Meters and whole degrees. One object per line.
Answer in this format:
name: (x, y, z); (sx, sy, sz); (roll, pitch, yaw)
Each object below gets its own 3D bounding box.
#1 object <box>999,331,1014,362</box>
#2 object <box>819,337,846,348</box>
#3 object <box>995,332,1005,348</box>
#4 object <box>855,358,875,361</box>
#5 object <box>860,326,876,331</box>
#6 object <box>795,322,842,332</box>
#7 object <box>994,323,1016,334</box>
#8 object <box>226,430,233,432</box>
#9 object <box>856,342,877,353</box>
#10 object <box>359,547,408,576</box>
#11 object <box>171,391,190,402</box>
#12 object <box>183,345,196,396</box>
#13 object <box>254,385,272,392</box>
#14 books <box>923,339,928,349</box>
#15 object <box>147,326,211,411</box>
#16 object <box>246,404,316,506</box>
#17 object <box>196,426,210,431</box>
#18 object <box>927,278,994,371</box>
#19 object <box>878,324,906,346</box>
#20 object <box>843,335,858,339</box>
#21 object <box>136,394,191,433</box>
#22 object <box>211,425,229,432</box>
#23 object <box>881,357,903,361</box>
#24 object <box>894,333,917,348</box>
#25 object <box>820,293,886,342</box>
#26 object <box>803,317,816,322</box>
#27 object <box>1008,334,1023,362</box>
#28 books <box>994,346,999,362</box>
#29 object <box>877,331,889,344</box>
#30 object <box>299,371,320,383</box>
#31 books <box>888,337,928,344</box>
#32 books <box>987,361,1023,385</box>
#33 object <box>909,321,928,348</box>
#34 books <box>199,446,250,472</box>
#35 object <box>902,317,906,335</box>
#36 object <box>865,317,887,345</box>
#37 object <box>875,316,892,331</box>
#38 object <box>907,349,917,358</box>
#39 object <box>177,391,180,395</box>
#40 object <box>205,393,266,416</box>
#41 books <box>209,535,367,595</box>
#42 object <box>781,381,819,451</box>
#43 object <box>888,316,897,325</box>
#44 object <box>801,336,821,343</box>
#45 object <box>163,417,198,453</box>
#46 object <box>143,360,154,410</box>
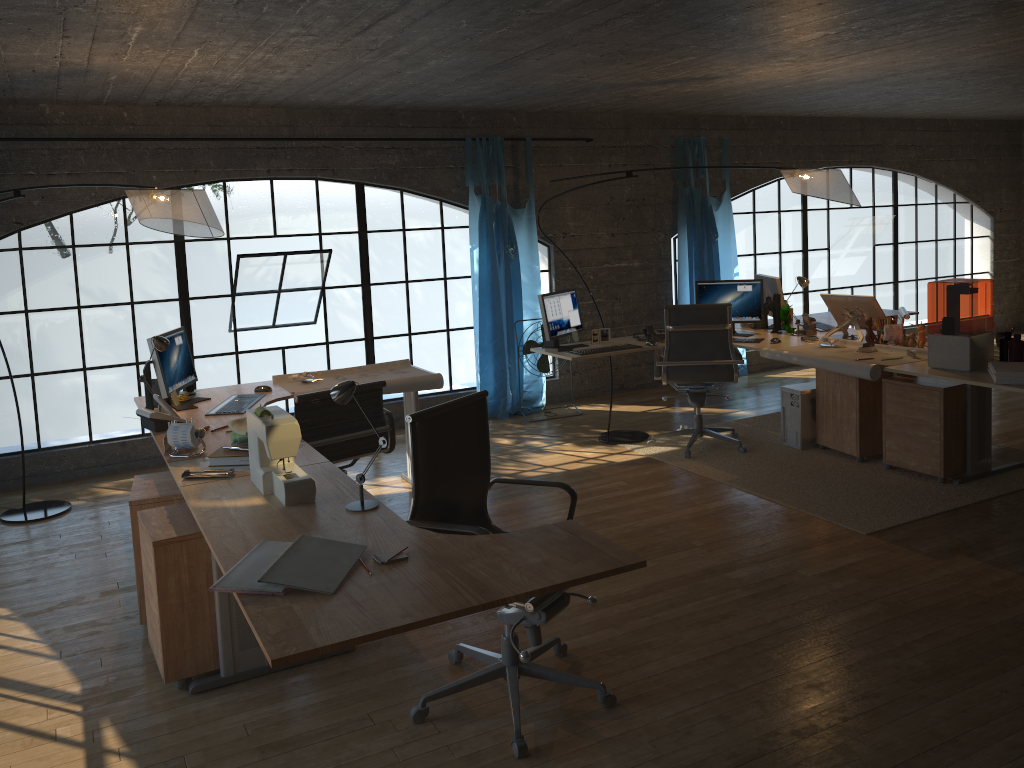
object: (2.597, -0.182, 4.622); (0.080, 0.185, 0.080); (-5, 6, -20)
object: (2.007, -0.260, 5.524); (0.159, 0.063, 0.054); (3, 9, 30)
object: (2.676, -0.236, 4.807); (0.077, 0.081, 0.077); (4, 10, 42)
object: (2.014, -0.141, 5.032); (0.126, 0.009, 0.012); (-5, 9, -14)
object: (2.694, -0.323, 6.497); (0.299, 0.239, 0.372); (-1, 9, 13)
object: (2.255, -0.423, 6.469); (0.187, 0.011, 0.496); (-3, 11, -2)
object: (2.696, -0.282, 4.804); (0.076, 0.101, 0.154); (-2, 9, 2)
object: (-1.219, 0.204, 3.988); (0.148, 0.007, 0.008); (-10, 11, -34)
object: (2.137, -0.225, 5.321); (0.131, 0.055, 0.049); (-8, 9, -27)
object: (-0.325, 0.468, 2.350); (0.142, 0.013, 0.129); (-7, 12, -24)
object: (-1.848, 0.071, 4.770); (0.205, 0.036, 0.206); (-8, 12, -29)
object: (-1.806, -0.075, 4.891); (0.085, 0.275, 0.085); (-5, 6, -25)
object: (-1.384, 0.025, 4.913); (0.101, 0.033, 0.060); (-1, 9, 8)
books: (2.606, -0.246, 5.326); (0.290, 0.053, 0.263); (0, 11, 13)
object: (-1.765, -0.081, 4.614); (0.286, 0.386, 0.475); (-3, 8, -2)
object: (-0.799, 0.226, 3.028); (0.137, 0.281, 0.406); (-6, 9, -27)
object: (-1.420, 0.205, 3.985); (0.097, 0.024, 0.108); (-5, 11, -13)
object: (2.386, -0.322, 4.692); (0.271, 0.454, 0.223); (-8, 8, -37)
object: (2.354, -0.302, 5.466); (0.154, 0.134, 0.100); (-1, 7, 8)
object: (2.256, -0.319, 5.881); (0.097, 0.024, 0.108); (-5, 11, -13)
object: (-1.624, 0.122, 4.105); (0.191, 0.163, 0.170); (-10, 11, -42)
object: (-1.325, 0.201, 4.024); (0.012, 0.009, 0.127); (1, 11, 25)
object: (2.156, -0.142, 5.006); (0.147, 0.007, 0.008); (-6, 9, -18)
object: (2.434, -0.294, 5.449); (0.074, 0.119, 0.218); (-4, 9, -8)
object: (2.261, -0.449, 5.835); (0.288, 0.297, 0.397); (-8, 10, -36)
object: (2.294, -0.500, 6.810); (0.101, 0.033, 0.060); (-1, 9, 8)
object: (2.589, -0.163, 4.523); (0.079, 0.185, 0.080); (-4, 6, -10)
books: (2.667, -0.158, 4.802); (0.178, 0.069, 0.231); (-6, 11, -19)
object: (2.350, -0.299, 5.583); (0.077, 0.081, 0.078); (-4, 8, -8)
object: (-1.174, -0.048, 5.168); (0.054, 0.063, 0.161); (2, 11, 29)
books: (2.544, -0.283, 5.650); (0.332, 0.012, 0.216); (-12, 14, -40)
books: (2.461, -0.055, 4.310); (0.221, 0.057, 0.313); (2, 11, 23)
object: (2.417, -0.288, 5.233); (0.094, 0.187, 0.085); (-3, 6, -3)
books: (-1.073, 0.279, 3.429); (0.290, 0.053, 0.263); (0, 11, 13)
object: (2.583, -0.380, 5.838); (0.045, 0.130, 0.046); (-6, 7, -32)
object: (2.271, -0.335, 5.556); (0.094, 0.176, 0.228); (-3, 9, 1)
object: (2.348, -0.344, 5.574); (0.105, 0.174, 0.101); (-8, 9, -40)
object: (2.292, -0.176, 5.061); (0.022, 0.042, 0.136); (-2, 10, 10)
object: (-1.871, 0.040, 4.758); (0.144, 0.032, 0.153); (-7, 11, -22)
object: (-1.423, 0.102, 4.571); (0.187, 0.011, 0.496); (-3, 11, -2)
books: (-0.578, 0.471, 2.310); (0.317, 0.044, 0.311); (-1, 11, 8)
object: (2.094, 0.206, 6.024); (0.482, 0.407, 0.201); (-6, 7, -22)
object: (2.465, -0.366, 5.683); (0.105, 0.142, 0.105); (3, 9, 36)
object: (1.983, -0.295, 5.822); (0.109, 0.022, 0.140); (-4, 11, -7)
object: (-1.378, 0.211, 3.664); (0.134, 0.127, 0.039); (-8, 7, -32)
object: (-1.803, 0.023, 4.372); (0.085, 0.275, 0.086); (-1, 6, 16)
